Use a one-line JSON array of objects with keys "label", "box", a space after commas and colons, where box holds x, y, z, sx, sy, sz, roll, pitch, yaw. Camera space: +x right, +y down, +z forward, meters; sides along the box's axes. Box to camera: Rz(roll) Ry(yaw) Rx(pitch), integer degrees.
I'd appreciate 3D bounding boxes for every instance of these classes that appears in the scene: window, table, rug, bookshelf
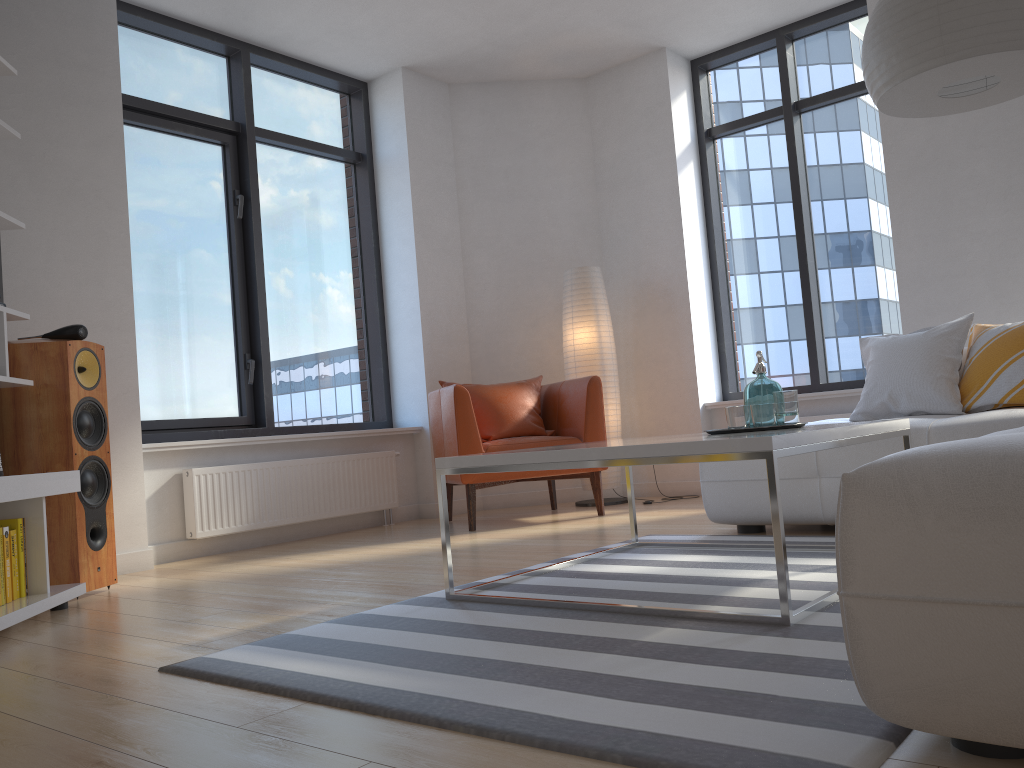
[{"label": "window", "box": [1.897, -1.134, 5.790, 1.310, 2.402, 0.170, -7, -4, 39]}, {"label": "table", "box": [0.545, 0.386, 2.797, 1.091, 0.435, 1.091, -7, -4, 39]}, {"label": "window", "box": [-1.585, -0.871, 5.359, 0.170, 2.402, 1.960, -7, -4, 39]}, {"label": "rug", "box": [0.508, 0.596, 2.527, 1.662, 0.016, 2.326, -7, -4, 39]}, {"label": "bookshelf", "box": [-1.760, -0.278, 1.862, 0.455, 2.052, 3.000, -4, -3, -6]}]

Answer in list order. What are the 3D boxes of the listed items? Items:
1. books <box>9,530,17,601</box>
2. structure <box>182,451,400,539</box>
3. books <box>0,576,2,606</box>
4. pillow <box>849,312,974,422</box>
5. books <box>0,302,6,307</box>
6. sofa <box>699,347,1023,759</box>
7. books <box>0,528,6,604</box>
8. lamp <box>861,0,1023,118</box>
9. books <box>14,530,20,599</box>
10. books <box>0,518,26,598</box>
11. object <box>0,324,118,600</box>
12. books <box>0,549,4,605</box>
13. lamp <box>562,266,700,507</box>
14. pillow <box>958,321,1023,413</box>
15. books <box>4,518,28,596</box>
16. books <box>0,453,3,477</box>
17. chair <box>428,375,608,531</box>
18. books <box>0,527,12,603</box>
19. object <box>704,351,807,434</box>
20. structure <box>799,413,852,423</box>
[{"label": "books", "box": [-1.777, 0.621, 3.004, 0.172, 0.234, 0.024, -4, -3, -6]}, {"label": "structure", "box": [-1.183, 0.658, 5.085, 0.110, 0.460, 1.474, -7, -4, 39]}, {"label": "books", "box": [-1.773, 0.602, 2.885, 0.199, 0.263, 0.015, -4, -3, -6]}, {"label": "pillow", "box": [2.006, -0.120, 3.244, 0.580, 0.456, 2.156, -3, -4, -25]}, {"label": "books", "box": [-1.915, -0.282, 3.115, 0.161, 0.023, 0.213, -5, -3, -2]}, {"label": "sofa", "box": [1.490, 0.160, 2.615, 2.614, 0.732, 3.424, -7, -4, 39]}, {"label": "books", "box": [-1.773, 0.608, 2.924, 0.180, 0.251, 0.019, -4, -3, -6]}, {"label": "lamp", "box": [2.682, -0.871, 3.149, 3.199, 2.647, 0.710, -4, -3, -15]}, {"label": "books", "box": [-1.783, 0.623, 3.030, 0.172, 0.234, 0.024, -4, -3, -6]}, {"label": "books", "box": [-1.793, 0.608, 3.059, 0.204, 0.270, 0.029, -4, -3, -6]}, {"label": "object", "box": [-1.892, 0.316, 3.587, 0.434, 1.088, 0.290, -5, -3, 9]}, {"label": "books", "box": [-1.752, 0.618, 2.905, 0.156, 0.229, 0.024, -4, -3, -6]}, {"label": "lamp", "box": [0.752, -0.009, 5.781, 0.804, 1.550, 0.502, -5, -3, 0]}, {"label": "pillow", "box": [2.073, -0.125, 2.932, 0.630, 0.440, 2.095, -5, -3, -4]}, {"label": "books", "box": [-1.804, 0.611, 3.085, 0.213, 0.270, 0.025, -4, -3, -6]}, {"label": "books", "box": [-1.886, 0.211, 3.092, 0.177, 0.242, 0.066, -4, -3, -6]}, {"label": "chair", "box": [-0.001, 0.368, 5.250, 0.896, 0.858, 0.843, -4, -3, -18]}, {"label": "books", "box": [-1.774, 0.610, 2.951, 0.185, 0.250, 0.035, -4, -3, -6]}, {"label": "object", "box": [0.783, 0.021, 2.900, 0.330, 0.265, 0.330, -3, -4, -27]}, {"label": "structure", "box": [1.840, 0.428, 5.427, 1.015, 0.460, 0.110, -7, -4, 39]}]
